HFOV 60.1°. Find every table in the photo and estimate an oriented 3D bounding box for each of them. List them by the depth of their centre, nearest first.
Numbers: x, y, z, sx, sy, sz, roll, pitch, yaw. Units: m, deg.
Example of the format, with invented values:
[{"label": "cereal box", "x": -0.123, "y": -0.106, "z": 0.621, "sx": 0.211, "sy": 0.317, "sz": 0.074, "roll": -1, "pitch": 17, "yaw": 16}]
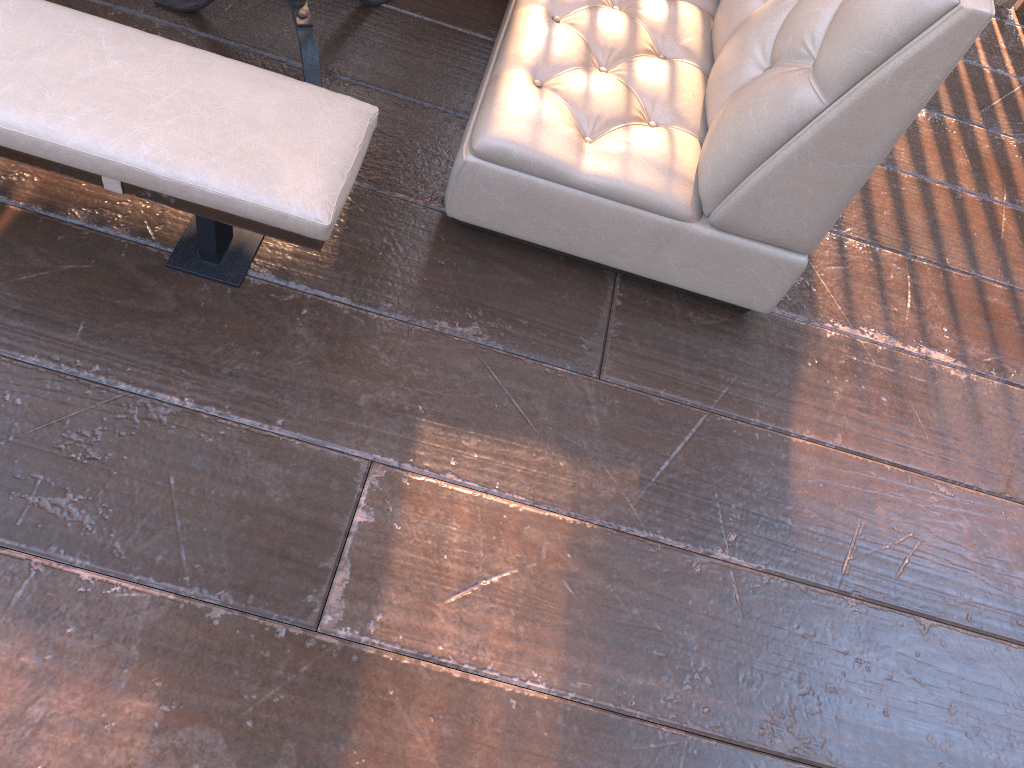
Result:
[{"label": "table", "x": -0.475, "y": -1.029, "z": 1.956, "sx": 0.797, "sy": 0.653, "sz": 0.824, "roll": 16, "pitch": 56, "yaw": -5}]

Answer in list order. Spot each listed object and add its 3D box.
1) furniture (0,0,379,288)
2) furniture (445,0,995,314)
[{"label": "furniture", "x": -1.418, "y": -0.623, "z": 1.604, "sx": 2.325, "sy": 0.388, "sz": 0.322, "roll": 16, "pitch": 56, "yaw": -4}, {"label": "furniture", "x": -1.157, "y": -1.625, "z": 2.056, "sx": 4.151, "sy": 0.835, "sz": 1.763, "roll": 16, "pitch": 55, "yaw": -4}]
